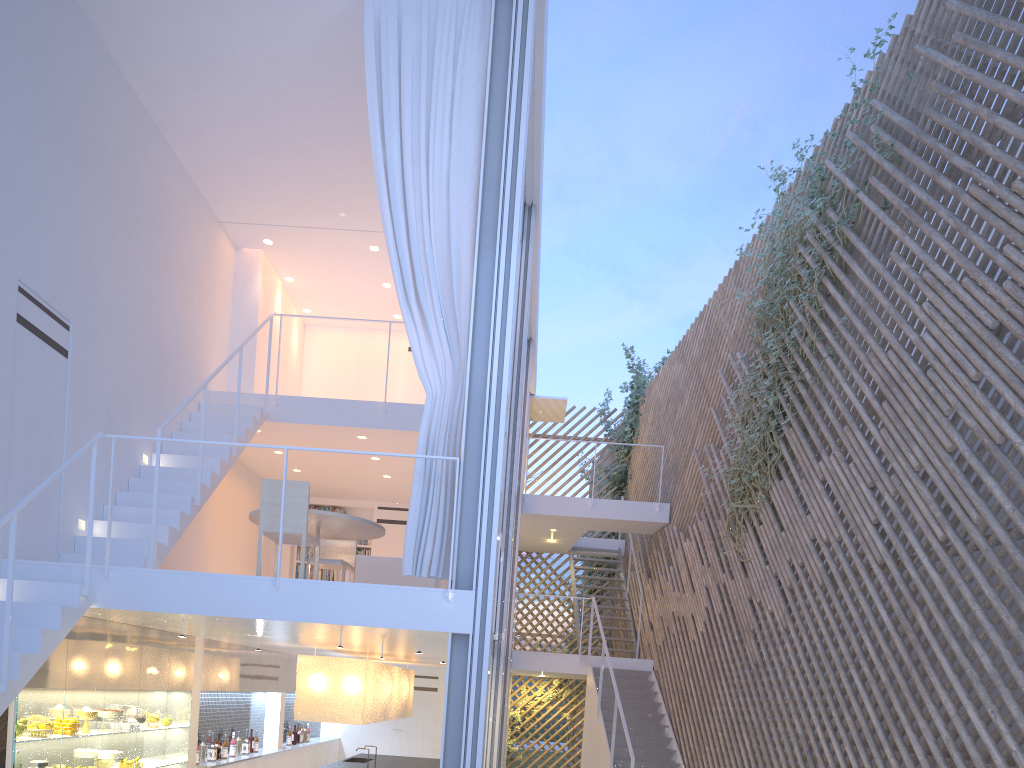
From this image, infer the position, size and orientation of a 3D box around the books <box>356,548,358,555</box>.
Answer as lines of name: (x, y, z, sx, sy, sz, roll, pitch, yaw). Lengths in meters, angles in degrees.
books: (-1.330, 1.482, 7.046, 0.011, 0.147, 0.085, 4, -5, 3)

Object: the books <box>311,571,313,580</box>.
books: (-1.710, 1.656, 7.066, 0.021, 0.094, 0.065, 4, -6, 2)

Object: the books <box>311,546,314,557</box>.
books: (-1.706, 1.458, 7.050, 0.015, 0.146, 0.091, 4, -5, 2)

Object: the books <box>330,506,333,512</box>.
books: (-1.545, 1.129, 7.042, 0.015, 0.146, 0.091, 4, -5, 2)

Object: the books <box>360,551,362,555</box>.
books: (-1.285, 1.500, 7.044, 0.018, 0.116, 0.089, 4, -7, 2)

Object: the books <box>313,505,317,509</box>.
books: (-1.694, 1.121, 7.046, 0.011, 0.147, 0.085, 4, -5, 3)

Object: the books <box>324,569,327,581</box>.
books: (-1.588, 1.649, 7.053, 0.018, 0.116, 0.089, 4, -7, 2)

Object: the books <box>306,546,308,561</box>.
books: (-1.749, 1.456, 7.053, 0.011, 0.147, 0.085, 4, -5, 3)

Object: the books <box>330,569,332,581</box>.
books: (-1.542, 1.642, 7.050, 0.010, 0.135, 0.093, 4, -6, 3)

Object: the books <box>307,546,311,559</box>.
books: (-1.736, 1.463, 7.055, 0.015, 0.136, 0.082, 4, -5, 2)

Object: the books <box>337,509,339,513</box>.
books: (-1.481, 1.141, 7.037, 0.008, 0.128, 0.100, 4, -7, 3)

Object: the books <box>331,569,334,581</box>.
books: (-1.530, 1.641, 7.051, 0.011, 0.139, 0.090, 4, -5, 3)

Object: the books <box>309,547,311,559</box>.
books: (-1.722, 1.469, 7.050, 0.015, 0.121, 0.093, 4, -7, 2)

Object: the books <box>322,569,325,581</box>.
books: (-1.605, 1.645, 7.050, 0.015, 0.118, 0.097, 4, -8, 3)

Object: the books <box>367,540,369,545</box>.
books: (-1.654, 1.409, 5.333, 0.036, 1.560, 3.885, 4, -17, 14)

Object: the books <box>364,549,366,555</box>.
books: (-1.256, 1.489, 7.041, 0.009, 0.139, 0.094, 4, -6, 3)

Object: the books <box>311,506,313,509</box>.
books: (-1.707, 1.123, 7.045, 0.011, 0.139, 0.090, 4, -5, 3)

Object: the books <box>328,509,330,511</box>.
books: (-1.561, 1.141, 7.042, 0.015, 0.121, 0.093, 4, -7, 2)

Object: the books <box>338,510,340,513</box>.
books: (-1.469, 1.147, 7.038, 0.015, 0.118, 0.097, 4, -8, 3)

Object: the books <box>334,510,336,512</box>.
books: (-1.511, 1.147, 7.043, 0.018, 0.116, 0.089, 4, -7, 2)

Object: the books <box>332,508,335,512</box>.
books: (-1.525, 1.136, 7.041, 0.010, 0.135, 0.093, 4, -6, 3)

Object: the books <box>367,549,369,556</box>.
books: (-1.228, 1.492, 7.043, 0.011, 0.139, 0.090, 4, -5, 3)

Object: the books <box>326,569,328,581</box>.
books: (-1.574, 1.641, 7.048, 0.008, 0.128, 0.100, 4, -7, 3)

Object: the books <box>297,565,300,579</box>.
books: (-1.820, 1.623, 7.055, 0.015, 0.136, 0.092, 4, -6, 2)

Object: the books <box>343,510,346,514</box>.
books: (-1.436, 1.151, 7.048, 0.006, 0.123, 0.075, 4, -5, 3)

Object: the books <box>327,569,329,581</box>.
books: (-1.567, 1.645, 7.047, 0.005, 0.123, 0.100, 4, -8, 3)

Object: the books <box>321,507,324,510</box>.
books: (-1.620, 1.129, 7.045, 0.024, 0.139, 0.087, 4, -5, 2)

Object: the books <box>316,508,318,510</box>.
books: (-1.662, 1.132, 7.040, 0.007, 0.123, 0.100, 4, -8, 3)

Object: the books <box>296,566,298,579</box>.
books: (-1.832, 1.630, 7.052, 0.006, 0.117, 0.100, 4, -8, 3)

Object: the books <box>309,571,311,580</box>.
books: (-1.731, 1.655, 7.067, 0.021, 0.094, 0.065, 4, -6, 2)

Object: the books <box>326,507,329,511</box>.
books: (-1.581, 1.133, 7.047, 0.027, 0.137, 0.082, 4, -5, 2)

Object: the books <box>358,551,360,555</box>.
books: (-1.303, 1.496, 7.041, 0.015, 0.118, 0.097, 4, -8, 3)

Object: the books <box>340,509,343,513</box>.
books: (-1.454, 1.145, 7.037, 0.015, 0.123, 0.099, 4, -8, 3)

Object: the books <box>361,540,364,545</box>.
books: (-1.676, 1.396, 5.325, 0.037, 1.536, 3.893, 4, -17, 13)

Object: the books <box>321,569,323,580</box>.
books: (-1.619, 1.638, 7.056, 0.015, 0.136, 0.082, 4, -5, 2)

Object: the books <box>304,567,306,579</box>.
books: (-1.772, 1.635, 7.063, 0.021, 0.125, 0.073, 4, -5, 2)

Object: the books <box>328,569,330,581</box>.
books: (-1.558, 1.638, 7.050, 0.009, 0.139, 0.094, 4, -6, 3)

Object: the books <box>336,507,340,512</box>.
books: (-1.490, 1.136, 7.040, 0.009, 0.139, 0.094, 4, -6, 3)

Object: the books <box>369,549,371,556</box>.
books: (-1.213, 1.493, 7.044, 0.020, 0.139, 0.087, 4, -5, 2)

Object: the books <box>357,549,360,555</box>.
books: (-1.317, 1.489, 7.048, 0.015, 0.136, 0.082, 4, -5, 2)

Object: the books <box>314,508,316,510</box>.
books: (-1.678, 1.134, 7.042, 0.021, 0.118, 0.096, 4, -8, 2)

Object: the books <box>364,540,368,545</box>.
books: (-1.658, 1.399, 5.343, 0.045, 1.526, 3.858, 4, -17, 14)

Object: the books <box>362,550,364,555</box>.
books: (-1.271, 1.492, 7.039, 0.008, 0.128, 0.100, 4, -7, 3)

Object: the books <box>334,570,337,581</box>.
books: (-1.515, 1.643, 7.052, 0.020, 0.139, 0.087, 4, -5, 2)

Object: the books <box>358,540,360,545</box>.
books: (-1.700, 1.399, 5.343, 0.030, 1.587, 3.850, 4, -17, 13)

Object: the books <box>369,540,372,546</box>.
books: (-1.633, 1.401, 5.333, 0.038, 1.535, 3.884, 4, -17, 14)
